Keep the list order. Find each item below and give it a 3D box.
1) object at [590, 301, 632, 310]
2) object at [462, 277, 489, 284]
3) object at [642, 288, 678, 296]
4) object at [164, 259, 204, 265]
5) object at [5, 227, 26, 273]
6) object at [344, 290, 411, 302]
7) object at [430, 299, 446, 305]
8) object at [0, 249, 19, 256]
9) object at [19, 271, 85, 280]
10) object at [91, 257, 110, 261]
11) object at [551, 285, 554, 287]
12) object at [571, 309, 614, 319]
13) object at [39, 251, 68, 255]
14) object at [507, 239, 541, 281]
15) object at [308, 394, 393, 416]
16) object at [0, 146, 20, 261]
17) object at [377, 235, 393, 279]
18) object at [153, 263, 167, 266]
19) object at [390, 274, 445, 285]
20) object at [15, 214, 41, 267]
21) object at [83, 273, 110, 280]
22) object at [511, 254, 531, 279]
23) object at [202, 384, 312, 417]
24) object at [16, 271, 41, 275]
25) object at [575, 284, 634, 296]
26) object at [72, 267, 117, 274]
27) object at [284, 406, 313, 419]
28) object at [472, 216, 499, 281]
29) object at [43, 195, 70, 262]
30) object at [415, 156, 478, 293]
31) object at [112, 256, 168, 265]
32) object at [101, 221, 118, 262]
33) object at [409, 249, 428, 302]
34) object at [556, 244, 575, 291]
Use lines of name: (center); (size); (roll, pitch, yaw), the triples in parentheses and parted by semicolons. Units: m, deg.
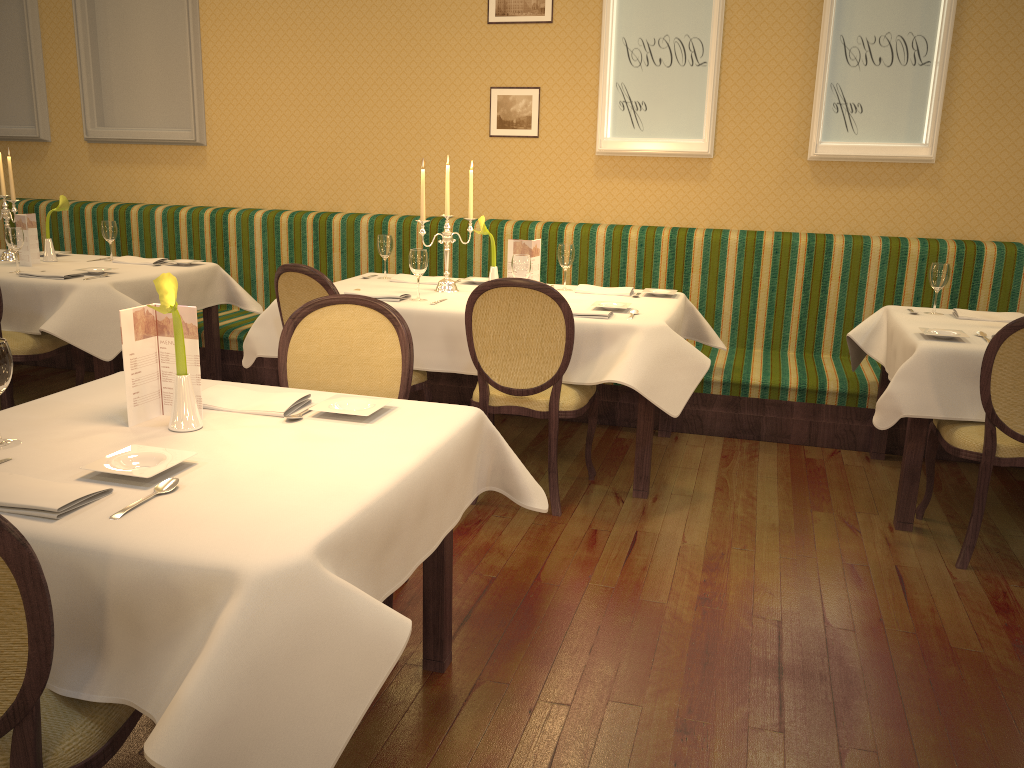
object: (0.438, -0.339, 3.912); (0.160, 0.024, 0.160); (5, 15, 15)
object: (-0.169, -0.535, 4.629); (0.160, 0.024, 0.160); (5, 15, 15)
object: (0.727, -0.446, 4.369); (0.160, 0.024, 0.160); (5, 15, 15)
object: (-1.873, -0.691, 5.068); (0.160, 0.024, 0.160); (5, 15, 15)
object: (-2.554, -0.690, 4.566); (0.088, 0.229, 0.088); (-5, 16, -26)
object: (-0.614, -0.406, 4.056); (0.273, 0.033, 0.142); (5, 15, 15)
object: (-0.328, -0.375, 3.996); (0.017, 0.010, 0.185); (5, 15, 15)
object: (-3.084, -0.790, 5.324); (0.273, 0.033, 0.142); (5, 15, 15)
object: (-2.316, -0.549, 4.462); (0.273, 0.024, 0.142); (5, 15, 15)
object: (-2.418, -0.729, 5.188); (0.017, 0.010, 0.185); (6, 15, 16)
object: (0.183, -0.484, 4.490); (0.017, 0.010, 0.185); (6, 15, 16)
object: (0.285, -0.305, 3.764); (0.273, 0.024, 0.142); (5, 15, 15)
object: (-2.770, -0.780, 5.327); (0.160, 0.024, 0.160); (5, 15, 15)
object: (0.070, -0.532, 4.125); (0.166, 0.277, 0.081); (-4, 15, -22)
object: (-0.401, 0.062, 2.222); (0.160, 0.024, 0.160); (5, 15, 15)
object: (-2.865, -1.025, 5.009); (0.390, 0.655, 0.131); (11, 17, 33)
object: (-0.674, -0.675, 4.707); (0.088, 0.229, 0.088); (-5, 16, -26)
object: (-1.985, -0.686, 5.052); (0.038, 0.015, 0.181); (6, 15, 16)
object: (-0.483, -0.545, 4.626); (0.273, 0.033, 0.142); (5, 15, 15)
object: (-2.665, -0.789, 4.859); (0.081, 0.277, 0.166); (-2, 14, -13)
object: (-2.092, -0.539, 4.457); (0.038, 0.015, 0.181); (6, 15, 16)
object: (0.038, -0.451, 3.889); (0.088, 0.229, 0.088); (-5, 16, -26)
object: (-0.668, 0.042, 2.262); (0.273, 0.033, 0.142); (5, 15, 15)
object: (-2.480, -0.577, 4.574); (0.017, 0.010, 0.185); (5, 15, 15)
object: (0.460, -0.466, 4.410); (0.273, 0.033, 0.142); (5, 15, 15)
object: (-2.163, -0.584, 4.611); (0.160, 0.024, 0.160); (5, 15, 15)
object: (-0.513, 0.067, 2.206); (0.038, 0.015, 0.181); (6, 15, 16)
object: (-0.112, -0.615, 4.228); (0.076, 0.375, 0.163); (12, 17, 36)
object: (-2.590, -0.881, 5.028); (0.163, 0.375, 0.076); (1, 14, -3)
object: (-0.312, -0.770, 4.267); (0.131, 0.655, 0.390); (9, 16, 29)
object: (-2.141, -0.711, 5.108); (0.273, 0.033, 0.142); (5, 15, 15)
object: (-2.332, -0.829, 5.148); (0.088, 0.229, 0.088); (-5, 16, -26)
object: (-0.423, -0.492, 4.004); (0.088, 0.229, 0.088); (-5, 16, -26)
object: (0.268, -0.585, 4.449); (0.088, 0.229, 0.088); (-7, 17, -31)
